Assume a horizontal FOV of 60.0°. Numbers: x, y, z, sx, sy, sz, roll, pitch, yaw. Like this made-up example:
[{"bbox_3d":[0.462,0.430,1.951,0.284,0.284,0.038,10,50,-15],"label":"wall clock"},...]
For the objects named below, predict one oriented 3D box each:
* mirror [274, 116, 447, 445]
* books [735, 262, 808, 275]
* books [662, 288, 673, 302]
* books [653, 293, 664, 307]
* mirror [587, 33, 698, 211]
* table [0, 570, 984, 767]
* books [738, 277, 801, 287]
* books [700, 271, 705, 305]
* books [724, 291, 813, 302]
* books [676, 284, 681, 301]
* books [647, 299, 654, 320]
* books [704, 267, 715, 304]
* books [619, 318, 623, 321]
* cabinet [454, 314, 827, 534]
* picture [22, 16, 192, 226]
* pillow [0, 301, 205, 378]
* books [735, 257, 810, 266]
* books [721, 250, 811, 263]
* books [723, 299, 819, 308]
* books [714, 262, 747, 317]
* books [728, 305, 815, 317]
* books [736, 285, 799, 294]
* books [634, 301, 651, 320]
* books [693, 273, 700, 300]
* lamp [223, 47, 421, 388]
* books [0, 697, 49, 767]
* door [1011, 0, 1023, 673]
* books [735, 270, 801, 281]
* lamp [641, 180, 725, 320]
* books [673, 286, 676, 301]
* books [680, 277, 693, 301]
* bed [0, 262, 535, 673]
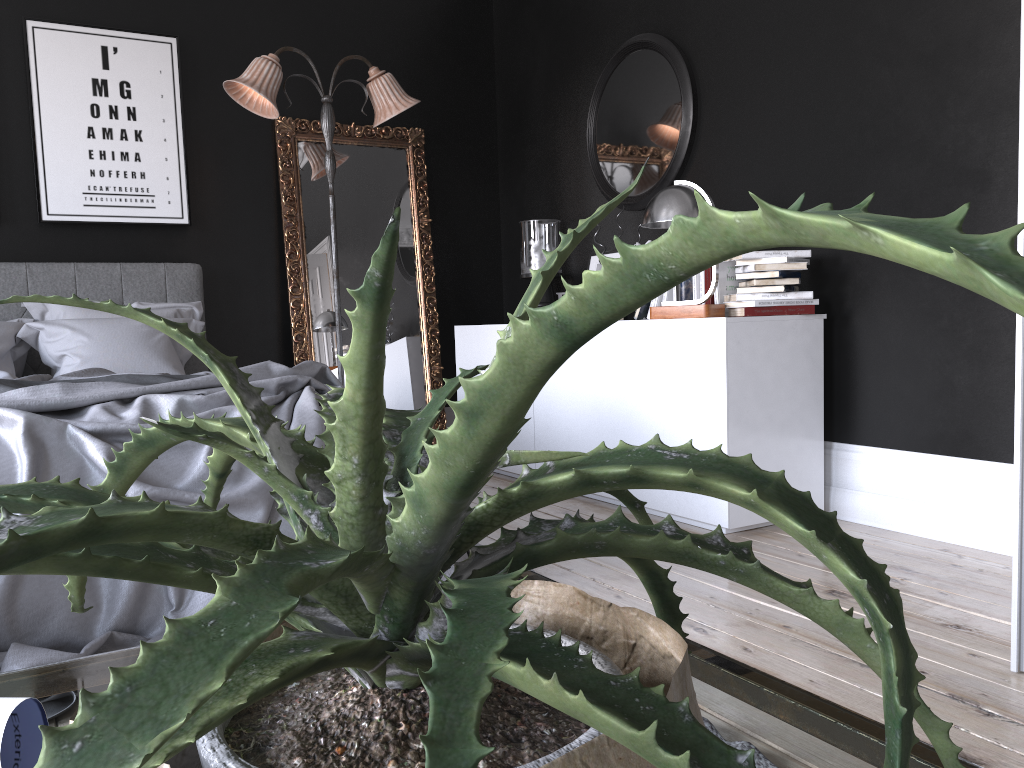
[{"bbox_3d":[-0.930,-0.566,5.653,0.990,2.196,0.254,-5,6,-30],"label":"mirror"},{"bbox_3d":[1.100,-0.491,3.780,0.220,0.030,0.306,-2,4,0],"label":"books"},{"bbox_3d":[0.816,-0.446,4.296,0.195,0.256,0.091,-5,6,-30],"label":"books"},{"bbox_3d":[0.797,-0.467,4.322,0.220,0.296,0.126,-5,6,-30],"label":"books"},{"bbox_3d":[0.673,-1.413,4.823,0.061,0.926,0.923,-5,5,-30],"label":"mirror"},{"bbox_3d":[-0.079,0.590,0.309,1.092,0.559,1.447,-4,5,-30],"label":"table"},{"bbox_3d":[1.098,-0.432,3.802,0.193,0.030,0.289,-2,4,1],"label":"books"},{"bbox_3d":[0.943,-0.436,4.074,0.195,0.259,0.026,-5,6,-30],"label":"books"},{"bbox_3d":[1.090,-0.372,3.791,0.318,0.031,0.228,-2,4,0],"label":"books"},{"bbox_3d":[0.854,-0.455,4.177,0.193,0.290,0.030,-5,6,-30],"label":"books"},{"bbox_3d":[0.776,-0.443,4.367,0.195,0.245,0.132,-5,6,-30],"label":"books"},{"bbox_3d":[0.975,-0.451,4.018,0.235,0.296,0.038,-5,6,-30],"label":"books"},{"bbox_3d":[0.405,-0.327,4.421,0.193,0.030,0.289,-4,4,-24],"label":"books"},{"bbox_3d":[0.499,0.110,4.672,0.570,0.884,2.394,-5,5,-30],"label":"cabinet"},{"bbox_3d":[-2.234,-1.434,4.938,0.791,1.080,0.014,-5,6,-30],"label":"picture"},{"bbox_3d":[-2.413,-0.166,4.412,1.829,0.761,0.679,-4,5,-30],"label":"pillow"},{"bbox_3d":[1.116,-0.519,3.790,0.220,0.024,0.307,1,5,35],"label":"books"},{"bbox_3d":[1.077,-0.543,3.774,0.306,0.030,0.220,-3,4,-10],"label":"books"},{"bbox_3d":[1.097,-0.341,3.766,0.319,0.025,0.228,-3,4,-20],"label":"books"},{"bbox_3d":[0.994,-0.455,3.979,0.220,0.308,0.050,-5,6,-30],"label":"books"},{"bbox_3d":[1.094,-0.309,3.759,0.295,0.038,0.234,-2,4,-3],"label":"books"},{"bbox_3d":[1.096,-0.402,3.796,0.203,0.029,0.268,0,5,30],"label":"books"},{"bbox_3d":[0.729,-0.445,4.387,0.203,0.247,0.158,-5,5,-30],"label":"books"},{"bbox_3d":[0.927,-0.461,4.096,0.220,0.308,0.024,-5,6,-30],"label":"books"},{"bbox_3d":[-0.993,-0.634,4.998,0.986,2.415,0.771,-2,5,3],"label":"lamp"},{"bbox_3d":[-0.422,0.231,0.363,0.322,0.109,0.272,-2,4,5],"label":"books"},{"bbox_3d":[1.585,-0.523,2.405,1.096,2.378,0.216,-6,7,-42],"label":"door"},{"bbox_3d":[1.094,-0.461,3.784,0.193,0.030,0.289,1,5,34],"label":"books"},{"bbox_3d":[0.729,-0.578,3.823,0.340,0.591,0.328,2,6,40],"label":"lamp"},{"bbox_3d":[0.867,-0.469,4.255,0.221,0.307,0.030,-5,6,-30],"label":"books"},{"bbox_3d":[0.867,-0.440,4.124,0.204,0.270,0.029,-5,6,-30],"label":"books"},{"bbox_3d":[-1.905,0.071,3.437,2.762,1.300,3.281,-6,5,-41],"label":"bed"}]
